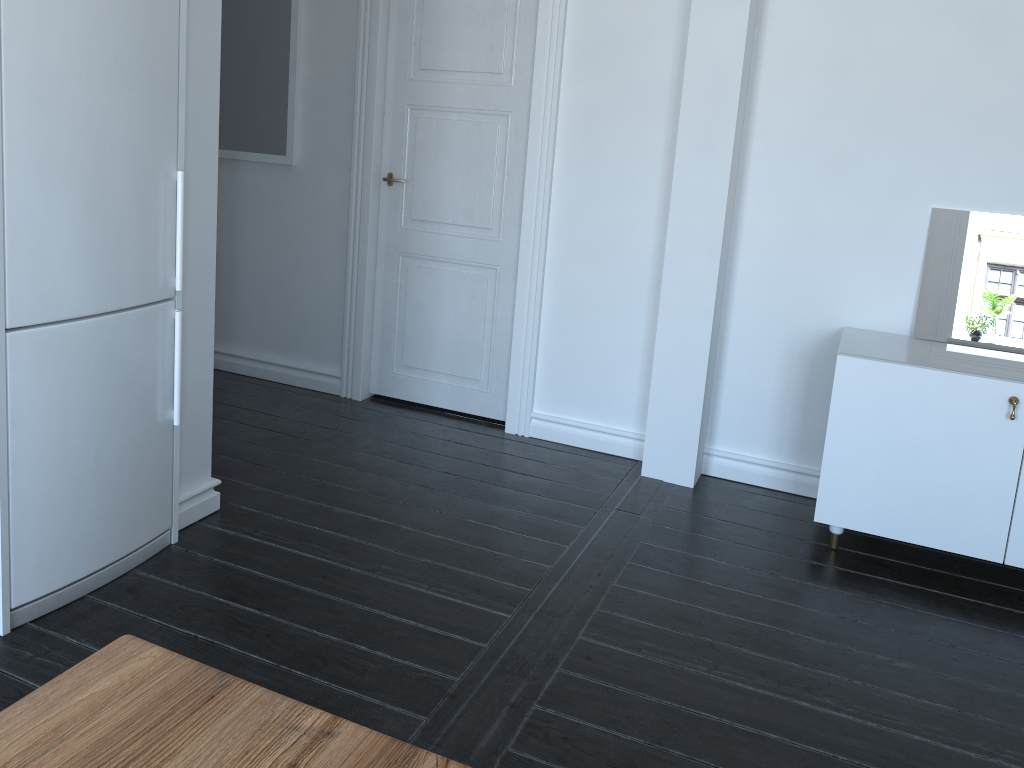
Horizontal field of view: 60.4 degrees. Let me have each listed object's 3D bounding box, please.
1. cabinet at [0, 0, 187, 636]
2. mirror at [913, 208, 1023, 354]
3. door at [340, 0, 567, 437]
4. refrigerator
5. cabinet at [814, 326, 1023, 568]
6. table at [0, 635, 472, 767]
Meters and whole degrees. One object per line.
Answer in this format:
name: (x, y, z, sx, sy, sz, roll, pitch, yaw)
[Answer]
cabinet: (-2.128, -0.281, 1.155, 0.786, 2.319, 3.853, 9, 15, 25)
mirror: (1.899, -0.366, 3.259, 0.700, 0.492, 0.055, 10, 11, 22)
door: (-0.284, -1.047, 4.160, 1.048, 2.425, 0.117, 9, 11, 22)
refrigerator: (-1.412, -0.334, 2.550, 0.685, 1.765, 0.585, 9, 11, 21)
cabinet: (1.741, 0.298, 3.101, 1.208, 0.720, 0.600, 10, 13, 21)
table: (-0.492, 1.017, 0.003, 1.024, 0.700, 2.268, 10, 16, 21)
